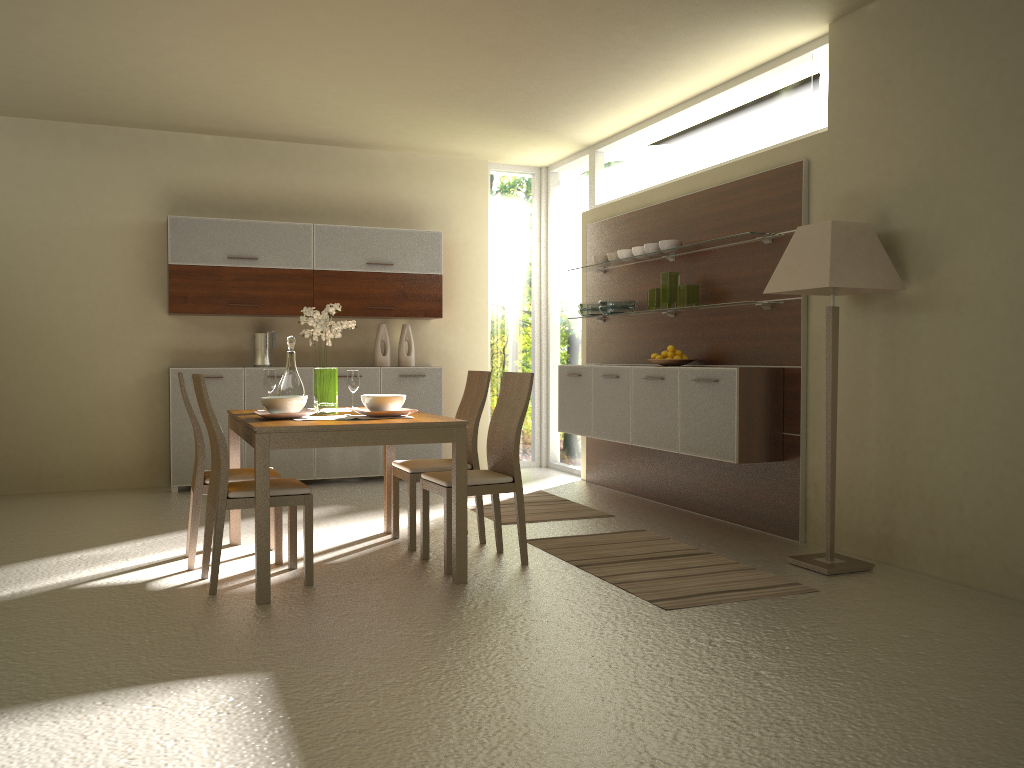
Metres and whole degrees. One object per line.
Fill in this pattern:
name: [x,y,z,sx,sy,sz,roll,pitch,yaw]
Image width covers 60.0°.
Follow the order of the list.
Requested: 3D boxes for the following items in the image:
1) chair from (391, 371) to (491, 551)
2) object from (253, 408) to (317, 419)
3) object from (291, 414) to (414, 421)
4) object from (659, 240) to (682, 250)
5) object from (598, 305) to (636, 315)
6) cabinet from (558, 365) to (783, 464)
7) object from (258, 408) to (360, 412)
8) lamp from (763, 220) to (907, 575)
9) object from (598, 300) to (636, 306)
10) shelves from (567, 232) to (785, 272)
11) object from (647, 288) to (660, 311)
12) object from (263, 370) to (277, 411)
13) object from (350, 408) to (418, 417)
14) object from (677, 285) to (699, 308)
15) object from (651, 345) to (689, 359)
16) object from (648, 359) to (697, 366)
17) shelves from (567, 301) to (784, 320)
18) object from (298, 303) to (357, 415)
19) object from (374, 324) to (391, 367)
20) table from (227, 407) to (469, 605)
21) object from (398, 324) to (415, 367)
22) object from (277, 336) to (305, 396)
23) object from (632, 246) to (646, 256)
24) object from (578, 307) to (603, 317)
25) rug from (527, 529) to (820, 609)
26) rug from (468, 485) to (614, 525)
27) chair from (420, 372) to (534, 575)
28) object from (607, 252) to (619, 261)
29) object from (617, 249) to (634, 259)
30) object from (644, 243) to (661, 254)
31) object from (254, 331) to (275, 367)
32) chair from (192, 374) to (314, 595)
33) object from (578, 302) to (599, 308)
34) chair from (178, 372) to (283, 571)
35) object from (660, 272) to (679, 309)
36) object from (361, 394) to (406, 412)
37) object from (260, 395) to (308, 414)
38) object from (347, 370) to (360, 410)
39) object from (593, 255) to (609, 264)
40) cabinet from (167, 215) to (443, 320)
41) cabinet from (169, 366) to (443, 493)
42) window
chair: [-0.424,0.431,5.294,0.507,1.017,0.404,-1,2,-22]
object: [-1.150,0.153,4.486,0.283,0.041,0.283,-1,2,-23]
object: [-0.817,0.167,4.513,0.589,0.010,0.287,-1,2,-19]
object: [1.120,-0.969,6.263,0.163,0.077,0.163,1,2,26]
object: [0.822,-0.576,6.947,0.288,0.068,0.288,1,2,26]
cabinet: [1.004,0.154,6.448,0.372,0.570,2.463,-1,2,-22]
object: [-1.136,0.150,5.094,0.589,0.010,0.287,-1,2,-26]
lamp: [1.666,0.066,4.624,0.499,1.782,0.499,-1,2,-22]
object: [0.822,-0.618,6.946,0.288,0.068,0.288,1,2,26]
shelves: [1.058,-0.932,6.439,0.255,0.008,2.463,-1,2,-22]
object: [1.051,-0.607,6.407,0.111,0.160,0.112,-1,2,-23]
object: [-1.372,0.036,5.023,0.075,0.232,0.075,1,2,26]
object: [-0.665,0.148,4.588,0.283,0.033,0.283,-1,2,-28]
object: [1.203,-0.597,6.067,0.112,0.160,0.111,-1,2,-23]
object: [1.103,-0.202,6.188,0.259,0.139,0.230,1,2,37]
object: [1.115,-0.147,6.177,0.337,0.053,0.337,0,2,9]
shelves: [1.058,-0.524,6.451,0.255,0.008,2.463,-1,2,-22]
object: [-1.009,-0.140,4.831,0.304,0.608,0.302,-1,2,-19]
object: [-1.171,-0.349,8.014,0.153,0.384,0.153,0,2,11]
table: [-0.940,0.560,4.757,1.000,0.790,1.411,-1,2,-22]
object: [-0.965,-0.352,8.099,0.153,0.384,0.153,0,2,11]
object: [-1.264,-0.063,5.076,0.156,0.426,0.156,1,2,19]
object: [0.978,-0.980,6.618,0.163,0.077,0.163,1,2,19]
object: [0.685,-0.585,7.266,0.288,0.068,0.288,1,2,26]
rug: [0.753,0.954,4.748,0.843,0.010,1.613,-1,2,-22]
rug: [0.028,0.896,6.718,0.842,0.007,1.613,-1,2,-22]
chair: [-0.187,0.447,4.753,0.507,1.017,0.404,-1,2,-25]
object: [0.834,-0.990,6.992,0.163,0.077,0.163,1,2,26]
object: [0.891,-0.985,6.798,0.163,0.077,0.163,1,2,26]
object: [1.038,-0.974,6.433,0.163,0.077,0.163,1,2,26]
object: [-2.126,-0.298,7.611,0.181,0.305,0.150,0,2,-16]
chair: [-1.271,0.459,4.331,0.507,1.017,0.404,-1,2,-26]
object: [0.685,-0.628,7.265,0.288,0.068,0.288,1,2,26]
chair: [-1.527,0.446,4.792,0.507,1.017,0.404,-1,2,-22]
object: [1.111,-0.654,6.235,0.099,0.259,0.099,-1,2,-23]
object: [-0.665,0.108,4.587,0.233,0.101,0.233,-1,2,-34]
object: [-1.153,0.113,4.484,0.232,0.107,0.233,0,2,-11]
object: [-0.919,0.036,5.132,0.075,0.232,0.075,1,2,26]
object: [0.734,-0.996,7.172,0.163,0.077,0.163,1,2,26]
cabinet: [-1.757,-0.981,7.729,2.318,0.789,0.372,-1,2,-22]
cabinet: [-1.756,0.359,7.768,2.318,1.018,0.372,-1,2,-22]
window: [-1.570,-0.569,5.741,6.429,3.000,4.466,-1,2,-25]
